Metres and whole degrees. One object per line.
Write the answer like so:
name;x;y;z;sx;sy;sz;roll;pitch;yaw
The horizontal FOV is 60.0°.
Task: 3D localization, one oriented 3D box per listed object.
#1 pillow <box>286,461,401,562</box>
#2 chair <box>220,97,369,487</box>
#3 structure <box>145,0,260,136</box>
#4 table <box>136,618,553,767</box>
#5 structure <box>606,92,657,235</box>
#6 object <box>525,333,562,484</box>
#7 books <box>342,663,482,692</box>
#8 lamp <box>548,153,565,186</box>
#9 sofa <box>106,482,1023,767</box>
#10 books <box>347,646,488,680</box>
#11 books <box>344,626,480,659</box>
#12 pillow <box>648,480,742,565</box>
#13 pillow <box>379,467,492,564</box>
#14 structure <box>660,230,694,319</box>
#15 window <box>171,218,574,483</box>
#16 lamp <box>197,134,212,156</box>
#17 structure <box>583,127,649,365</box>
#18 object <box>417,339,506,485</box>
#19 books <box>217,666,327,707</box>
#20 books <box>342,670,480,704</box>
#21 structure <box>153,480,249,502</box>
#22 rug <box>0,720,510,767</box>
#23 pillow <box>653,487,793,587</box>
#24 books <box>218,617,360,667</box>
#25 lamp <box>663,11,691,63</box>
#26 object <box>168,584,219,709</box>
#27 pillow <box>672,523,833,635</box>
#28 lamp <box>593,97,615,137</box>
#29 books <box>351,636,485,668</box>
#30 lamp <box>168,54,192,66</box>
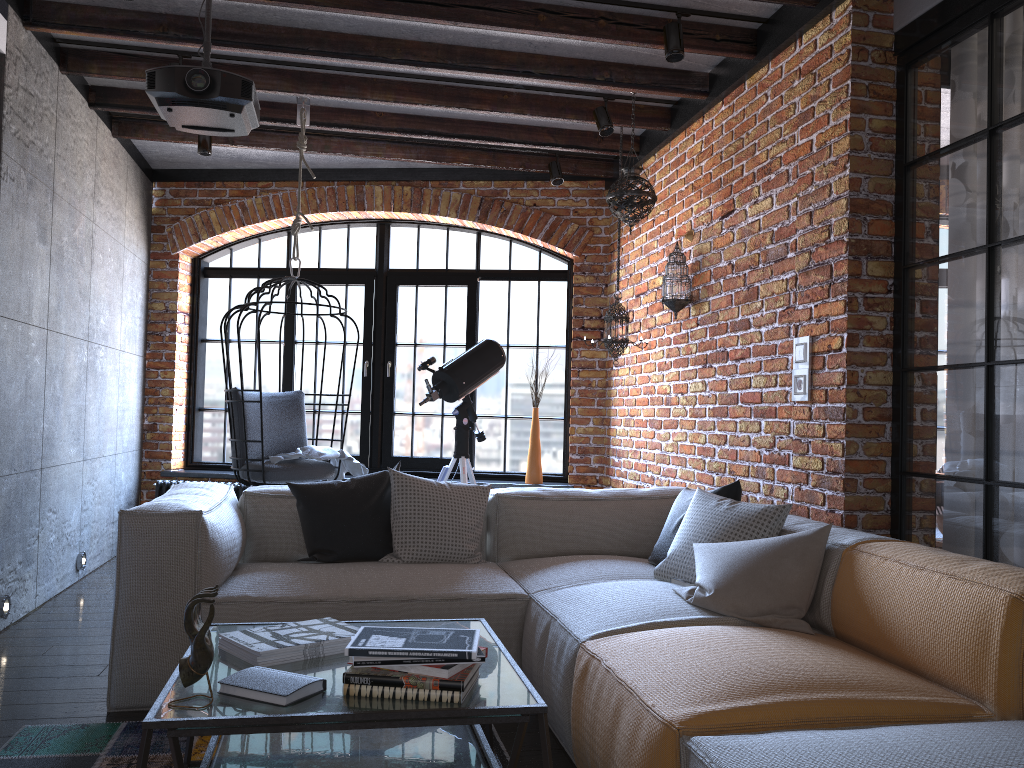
pillow;-0.635;0.518;3.583;0.538;0.417;0.238;2;-2;-22
chair;-1.259;-0.485;5.014;0.682;2.220;0.802;0;-2;34
structure;-1.264;-1.489;3.699;0.409;0.816;0.464;2;-2;-11
table;-0.379;0.832;2.051;0.842;0.388;0.848;2;-2;-11
structure;0.630;-1.172;4.661;0.265;0.779;0.273;1;-2;28
object;0.204;0.170;6.178;0.270;1.053;0.299;1;-2;9
books;-0.205;0.605;1.884;0.251;0.023;0.209;1;-2;8
lamp;0.288;-1.403;5.816;0.093;0.208;0.134;3;-2;-35
sofa;0.034;0.750;2.501;2.536;0.697;3.301;2;-2;-12
books;-0.200;0.584;1.909;0.239;0.022;0.190;1;-2;23
books;-0.205;0.550;1.890;0.268;0.014;0.196;2;-2;0
pillow;0.711;0.559;3.481;0.263;0.400;0.510;2;-2;-17
pillow;-0.300;0.541;3.624;0.543;0.402;0.250;3;-2;-29
structure;0.873;-0.583;4.698;0.169;0.482;0.169;2;-2;-11
window;-0.985;-0.281;6.614;3.293;2.232;0.177;1;-2;6
lamp;-1.848;-1.488;5.399;0.121;0.184;0.082;2;-2;-18
structure;0.609;-0.824;5.067;0.389;1.437;0.338;2;-2;-11
object;-0.377;0.437;5.458;0.570;1.471;0.616;1;-2;15
books;-0.491;0.614;1.813;0.182;0.029;0.129;1;-2;26
books;-0.207;0.627;1.884;0.247;0.024;0.209;1;-2;8
structure;-1.974;0.923;6.172;1.115;0.476;0.106;1;-2;6
rug;-0.555;1.023;1.672;1.432;0.013;2.364;2;-2;-11
pillow;0.724;0.561;3.138;0.293;0.354;0.495;2;-2;-26
books;-0.523;0.624;2.160;0.309;0.038;0.225;3;-3;-41
lamp;0.693;-1.475;3.771;0.085;0.194;0.113;3;-2;-40
object;-0.604;0.510;1.731;0.099;0.223;0.093;1;-2;28
pillow;0.729;0.576;2.762;0.485;0.314;0.358;0;-2;32
lamp;0.493;-1.436;4.775;0.090;0.208;0.134;3;-3;-44
books;-0.205;0.565;1.889;0.268;0.014;0.196;2;-2;-12
lamp;-1.639;-1.518;4.357;0.116;0.188;0.083;0;-2;42
